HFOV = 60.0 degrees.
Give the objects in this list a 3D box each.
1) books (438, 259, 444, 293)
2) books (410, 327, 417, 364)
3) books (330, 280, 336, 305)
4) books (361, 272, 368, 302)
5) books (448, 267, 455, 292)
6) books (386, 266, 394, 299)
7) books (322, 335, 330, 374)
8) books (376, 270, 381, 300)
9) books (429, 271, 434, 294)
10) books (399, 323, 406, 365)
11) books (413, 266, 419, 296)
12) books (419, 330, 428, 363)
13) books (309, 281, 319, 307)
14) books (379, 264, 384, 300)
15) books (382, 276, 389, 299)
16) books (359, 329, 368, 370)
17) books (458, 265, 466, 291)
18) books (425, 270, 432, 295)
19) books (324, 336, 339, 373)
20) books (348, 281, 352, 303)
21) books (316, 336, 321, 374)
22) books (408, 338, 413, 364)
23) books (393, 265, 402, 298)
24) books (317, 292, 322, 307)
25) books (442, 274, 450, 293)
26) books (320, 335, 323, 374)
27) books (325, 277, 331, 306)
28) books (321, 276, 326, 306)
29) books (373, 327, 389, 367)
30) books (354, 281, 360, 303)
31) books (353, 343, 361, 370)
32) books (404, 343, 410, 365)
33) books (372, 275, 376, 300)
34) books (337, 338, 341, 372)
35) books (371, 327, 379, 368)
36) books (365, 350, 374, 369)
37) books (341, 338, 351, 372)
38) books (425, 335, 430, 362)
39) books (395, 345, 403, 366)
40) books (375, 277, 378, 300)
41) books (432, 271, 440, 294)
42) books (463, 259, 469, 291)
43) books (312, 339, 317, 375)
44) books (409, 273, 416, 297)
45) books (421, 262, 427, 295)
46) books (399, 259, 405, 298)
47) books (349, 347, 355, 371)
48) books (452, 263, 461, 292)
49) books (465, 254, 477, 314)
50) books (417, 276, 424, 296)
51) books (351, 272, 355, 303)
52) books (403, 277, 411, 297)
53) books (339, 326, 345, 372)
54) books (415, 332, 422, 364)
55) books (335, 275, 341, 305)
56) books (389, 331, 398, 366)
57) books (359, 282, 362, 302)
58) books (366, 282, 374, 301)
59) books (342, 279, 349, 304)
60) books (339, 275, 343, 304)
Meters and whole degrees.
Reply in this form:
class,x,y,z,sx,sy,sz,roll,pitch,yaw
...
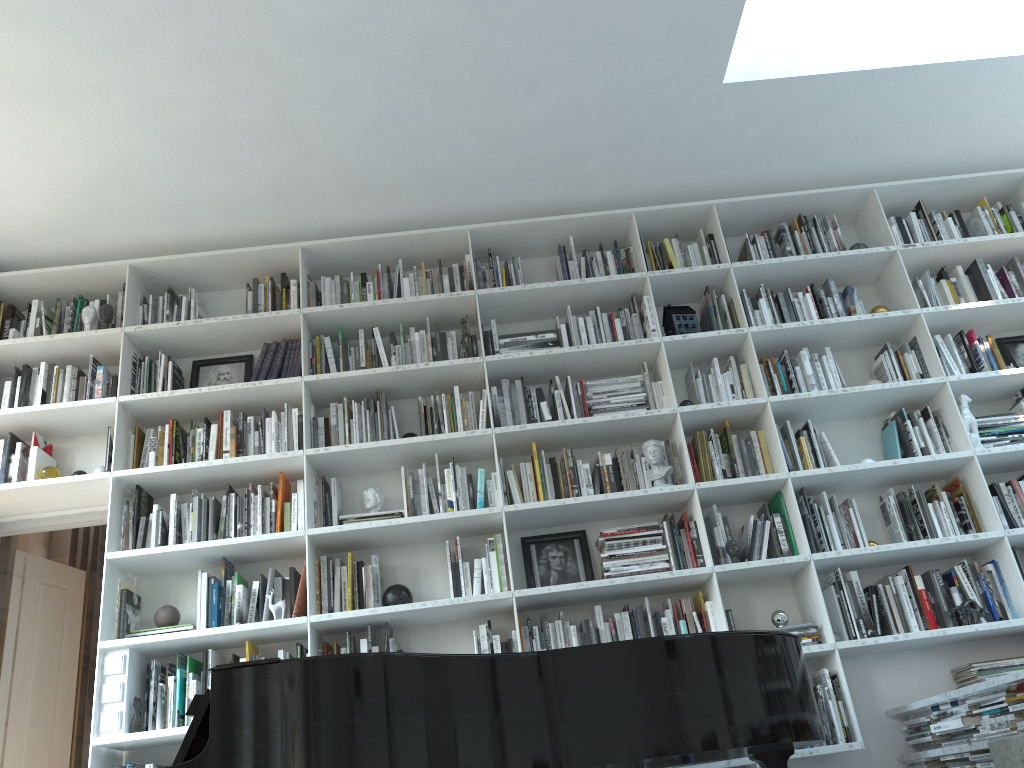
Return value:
class,x,y,z,sx,sy,sz,roll,pitch,yaw
books,-0.352,-0.472,4.523,0.013,0.284,0.160,-6,-26,-3
books,-0.474,-0.121,4.368,0.026,0.285,0.138,-6,-26,-3
books,-0.887,-0.383,4.481,0.023,0.219,0.182,-6,-26,-3
books,-0.739,-0.413,4.515,0.028,0.266,0.152,-6,-26,-3
books,-0.300,-0.454,4.519,0.026,0.236,0.150,-6,-26,-3
books,-0.613,-0.440,4.505,0.013,0.275,0.165,-6,-26,-3
books,-0.908,-0.079,4.336,0.010,0.286,0.149,-6,-26,-3
books,-0.663,-0.423,4.498,0.013,0.250,0.184,-6,-26,-3
books,-0.396,-0.438,4.491,0.013,0.206,0.179,-6,-26,-3
books,-0.528,-0.130,4.359,0.012,0.306,0.146,-6,-26,-3
books,-0.478,-0.446,4.522,0.014,0.267,0.157,-6,-26,-3
books,-0.425,-0.118,4.360,0.028,0.259,0.136,-6,-26,-3
books,-0.990,-0.380,4.478,0.029,0.236,0.157,-6,-26,-3
books,-0.655,-0.444,4.511,0.010,0.297,0.151,-6,-26,-3
books,-0.631,-0.413,4.509,0.029,0.234,0.130,-6,-26,-3
books,-0.720,-0.103,4.345,0.023,0.292,0.156,-6,-26,-3
books,-0.244,-0.460,4.508,0.026,0.224,0.173,-6,-26,-3
books,-0.415,-0.440,4.505,0.021,0.227,0.161,-6,-26,-3
books,-0.869,-0.074,4.341,0.067,0.273,0.168,-6,-26,-3
books,-0.803,-0.387,4.482,0.014,0.206,0.167,-6,-26,-3
books,-0.932,-0.073,4.335,0.013,0.282,0.159,-6,-26,-3
books,-0.488,-0.091,4.339,0.010,0.207,0.174,-6,-26,-3
books,-0.581,-0.443,4.504,0.052,0.271,0.173,-6,-26,-3
books,-0.960,-0.352,4.481,0.024,0.182,0.134,-6,-26,-3
books,-0.325,-0.432,4.498,0.031,0.184,0.177,-6,-26,-3
books,-0.921,-0.077,4.360,0.014,0.307,0.130,-6,-26,-3
books,-0.916,-0.393,4.490,0.031,0.253,0.146,-6,-26,-3
books,-0.943,-0.393,4.512,0.021,0.277,0.141,-6,-26,-3
books,-0.624,-0.114,4.342,0.075,0.284,0.179,-6,-26,-3
books,-0.775,-0.390,4.514,0.025,0.233,0.130,-6,-26,-3
books,-0.741,-0.067,4.328,0.029,0.218,0.158,-6,-26,-3
books,-0.505,-0.079,4.363,0.024,0.211,0.128,-6,-26,-3
books,-0.687,-0.409,4.499,0.013,0.233,0.155,-6,-26,-3
books,-0.829,-0.075,4.333,0.011,0.258,0.158,-6,-26,-3
books,-0.670,-0.110,4.369,0.013,0.314,0.136,-6,-26,-3
books,-0.685,-0.052,4.331,0.034,0.179,0.161,-6,-26,-3
books,-0.796,-0.074,4.324,0.031,0.240,0.182,-6,-26,-3
books,-0.403,-0.108,4.352,0.013,0.230,0.142,-6,-26,-3
books,-0.540,-0.071,4.331,0.028,0.179,0.169,-6,-26,-3
books,-0.673,-0.406,4.489,0.011,0.215,0.161,-6,-26,-3
books,-0.376,-0.438,4.488,0.026,0.199,0.188,-6,-26,-3
books,-0.227,-0.478,4.525,0.014,0.266,0.172,-6,-26,-3
books,-0.948,-0.066,4.315,0.023,0.255,0.175,-6,-26,-3
books,-0.495,-0.430,4.513,0.026,0.234,0.135,-6,-26,-3
books,-0.435,-0.458,4.507,0.014,0.265,0.193,-6,-26,-3
books,-0.551,-0.460,4.527,0.014,0.314,0.167,-6,-26,-3
books,-0.767,-0.053,4.329,0.024,0.200,0.154,-6,-26,-3
books,-0.274,-0.464,4.533,0.029,0.260,0.152,-6,-26,-3
books,-0.208,-0.492,4.527,0.026,0.287,0.177,-6,-26,-3
books,-0.453,-0.420,4.519,0.029,0.212,0.142,-6,-26,-3
books,-0.794,-0.413,4.496,0.010,0.263,0.161,-6,-26,-3
books,-0.521,-0.410,4.494,0.031,0.189,0.182,-6,-26,-3
books,-0.821,-0.105,4.338,0.012,0.313,0.172,-6,-26,-3
books,-0.447,-0.108,4.335,0.021,0.225,0.192,-6,-26,-3
books,-0.865,-0.398,4.491,0.023,0.250,0.171,-6,-26,-3
books,-0.572,-0.103,4.354,0.027,0.264,0.169,-6,-26,-3
books,-0.756,-0.387,4.504,0.012,0.215,0.151,-6,-26,-3
books,-0.706,-0.391,4.494,0.030,0.200,0.153,-6,-26,-3
books,-0.825,-0.391,4.469,0.029,0.207,0.179,-6,-26,-3
books,-0.848,-0.401,4.488,0.012,0.248,0.175,-6,-26,-3
